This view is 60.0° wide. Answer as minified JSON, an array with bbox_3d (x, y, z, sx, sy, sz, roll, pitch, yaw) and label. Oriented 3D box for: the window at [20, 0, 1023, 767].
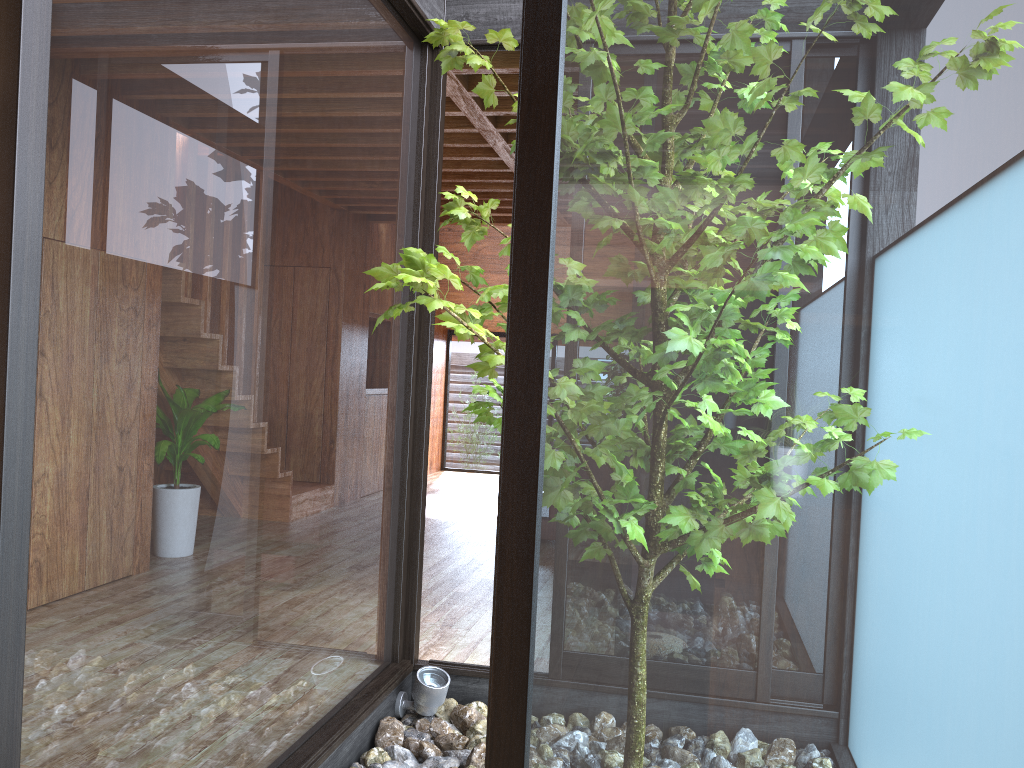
[{"bbox_3d":[-0.858,-1.144,2.774,4.092,5.132,14.007,3,1,11],"label":"window"}]
